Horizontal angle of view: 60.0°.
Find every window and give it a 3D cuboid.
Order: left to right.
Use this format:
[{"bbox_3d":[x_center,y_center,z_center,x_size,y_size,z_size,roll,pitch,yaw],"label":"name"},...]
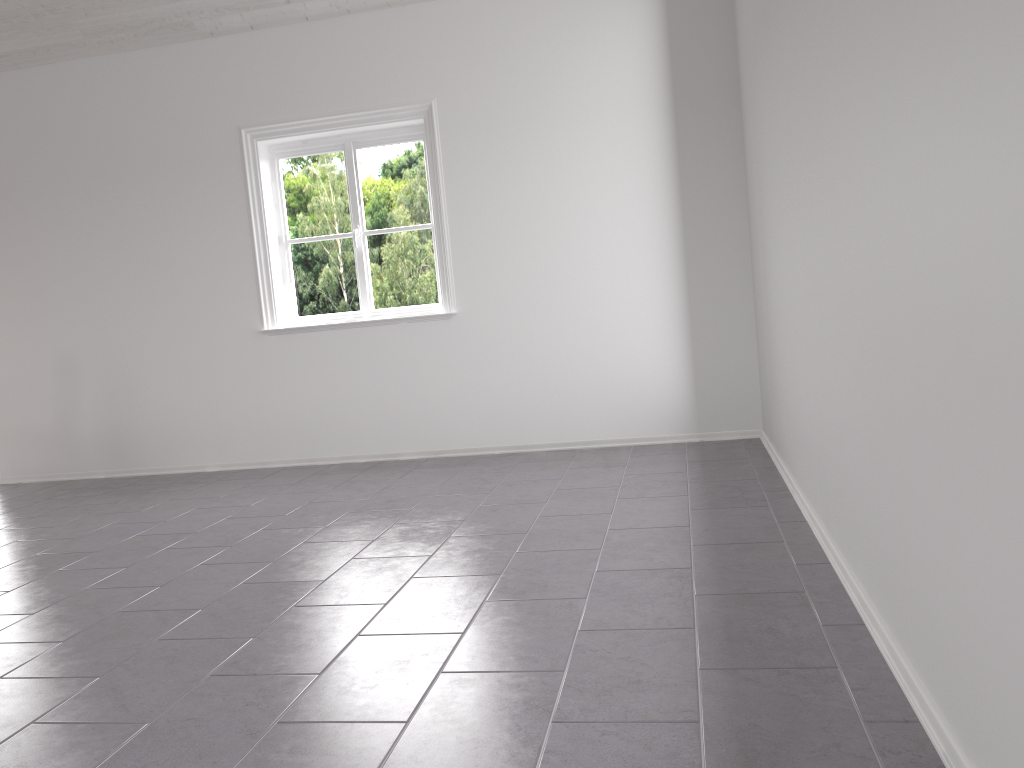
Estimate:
[{"bbox_3d":[-0.959,-0.949,5.476,1.055,1.168,0.120,-4,5,11],"label":"window"}]
